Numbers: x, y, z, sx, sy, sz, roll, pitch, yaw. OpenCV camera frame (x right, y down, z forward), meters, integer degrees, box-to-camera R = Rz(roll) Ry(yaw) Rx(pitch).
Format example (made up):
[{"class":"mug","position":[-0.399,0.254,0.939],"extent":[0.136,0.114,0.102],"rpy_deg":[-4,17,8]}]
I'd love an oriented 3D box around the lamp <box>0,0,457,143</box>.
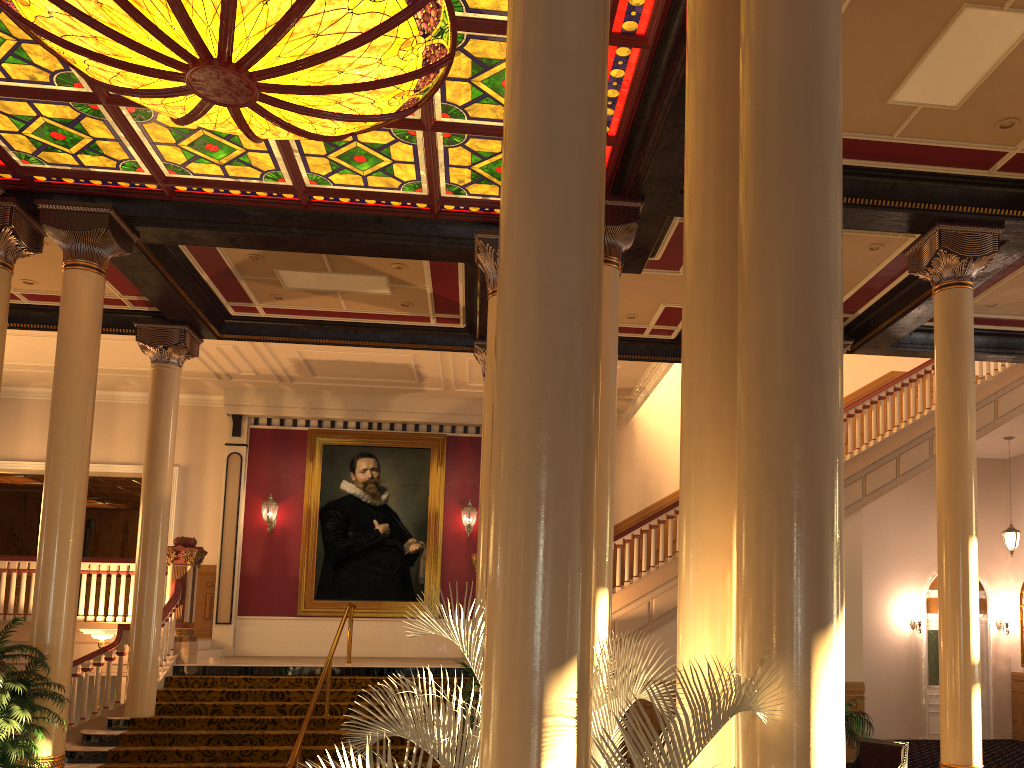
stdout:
[{"class":"lamp","position":[-1.875,-2.225,5.688],"extent":[3.024,0.590,3.053],"rpy_deg":[3,-15,-7]}]

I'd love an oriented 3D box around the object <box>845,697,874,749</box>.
[{"class":"object","position":[3.832,4.360,10.421],"extent":[0.963,1.409,1.191],"rpy_deg":[-3,-11,24]}]

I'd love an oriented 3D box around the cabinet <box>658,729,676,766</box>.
[{"class":"cabinet","position":[2.442,4.675,10.588],"extent":[1.264,0.852,0.558],"rpy_deg":[2,-9,-6]}]

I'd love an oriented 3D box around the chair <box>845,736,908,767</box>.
[{"class":"chair","position":[3.830,4.338,9.418],"extent":[0.674,0.903,0.668],"rpy_deg":[8,-12,-34]}]

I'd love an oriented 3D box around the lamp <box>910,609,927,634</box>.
[{"class":"lamp","position":[8.067,4.710,17.264],"extent":[0.270,0.488,0.376],"rpy_deg":[2,-10,-4]}]

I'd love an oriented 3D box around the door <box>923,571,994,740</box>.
[{"class":"door","position":[8.978,5.411,17.581],"extent":[1.486,3.415,0.203],"rpy_deg":[2,-6,-7]}]

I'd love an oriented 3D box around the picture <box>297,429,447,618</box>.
[{"class":"picture","position":[-2.563,2.567,16.061],"extent":[2.567,3.390,0.055],"rpy_deg":[2,-6,-7]}]

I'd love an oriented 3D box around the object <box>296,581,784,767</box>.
[{"class":"object","position":[-0.083,1.860,3.180],"extent":[1.855,2.215,2.056],"rpy_deg":[4,-11,-16]}]

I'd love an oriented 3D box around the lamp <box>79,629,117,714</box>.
[{"class":"lamp","position":[-5.379,4.185,11.255],"extent":[0.599,1.976,0.573],"rpy_deg":[4,-7,-22]}]

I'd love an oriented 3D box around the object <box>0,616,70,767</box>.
[{"class":"object","position":[-4.188,2.920,6.943],"extent":[1.104,2.112,1.033],"rpy_deg":[4,-8,-16]}]

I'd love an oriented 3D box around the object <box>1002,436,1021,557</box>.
[{"class":"object","position":[-4.716,1.211,9.781],"extent":[30.885,4.244,0.659],"rpy_deg":[8,-8,-24]}]

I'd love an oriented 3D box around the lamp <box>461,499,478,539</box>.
[{"class":"lamp","position":[-0.795,2.509,16.136],"extent":[0.320,0.716,0.400],"rpy_deg":[2,-8,-4]}]

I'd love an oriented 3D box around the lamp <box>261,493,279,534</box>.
[{"class":"lamp","position":[-4.367,2.342,15.705],"extent":[0.320,0.716,0.400],"rpy_deg":[2,-8,-4]}]

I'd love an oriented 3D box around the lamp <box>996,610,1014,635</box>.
[{"class":"lamp","position":[9.923,4.797,17.488],"extent":[0.270,0.488,0.376],"rpy_deg":[2,-10,-4]}]

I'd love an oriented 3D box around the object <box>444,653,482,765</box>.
[{"class":"object","position":[-0.057,3.117,7.470],"extent":[1.045,2.112,1.090],"rpy_deg":[-6,-11,43]}]
